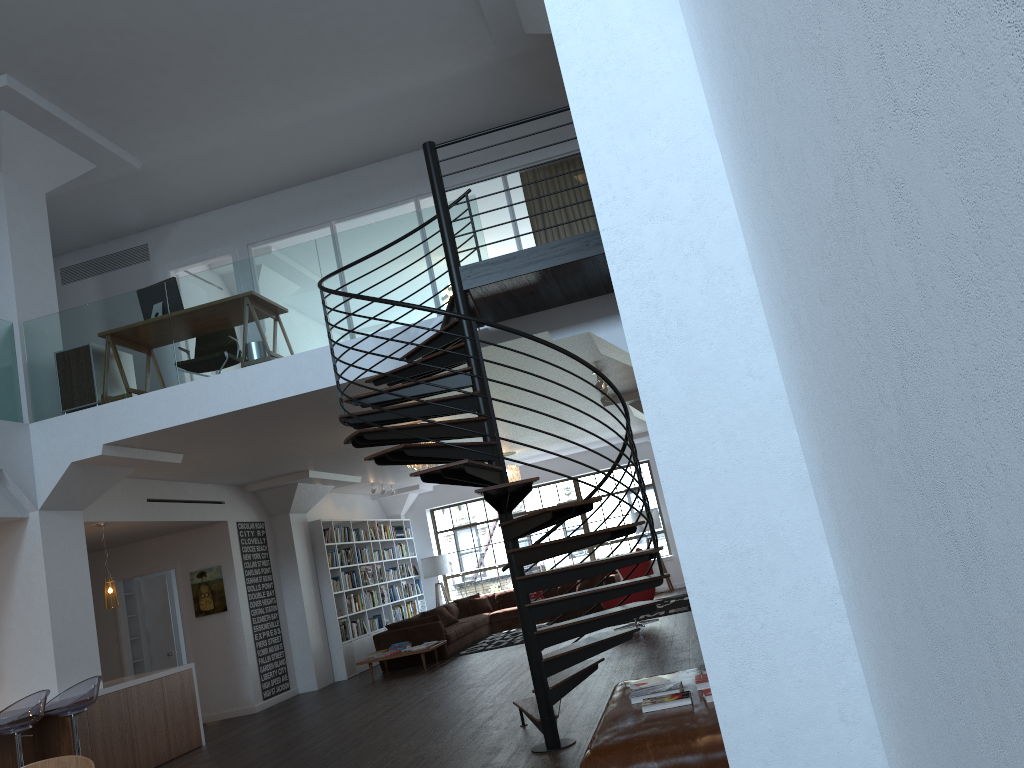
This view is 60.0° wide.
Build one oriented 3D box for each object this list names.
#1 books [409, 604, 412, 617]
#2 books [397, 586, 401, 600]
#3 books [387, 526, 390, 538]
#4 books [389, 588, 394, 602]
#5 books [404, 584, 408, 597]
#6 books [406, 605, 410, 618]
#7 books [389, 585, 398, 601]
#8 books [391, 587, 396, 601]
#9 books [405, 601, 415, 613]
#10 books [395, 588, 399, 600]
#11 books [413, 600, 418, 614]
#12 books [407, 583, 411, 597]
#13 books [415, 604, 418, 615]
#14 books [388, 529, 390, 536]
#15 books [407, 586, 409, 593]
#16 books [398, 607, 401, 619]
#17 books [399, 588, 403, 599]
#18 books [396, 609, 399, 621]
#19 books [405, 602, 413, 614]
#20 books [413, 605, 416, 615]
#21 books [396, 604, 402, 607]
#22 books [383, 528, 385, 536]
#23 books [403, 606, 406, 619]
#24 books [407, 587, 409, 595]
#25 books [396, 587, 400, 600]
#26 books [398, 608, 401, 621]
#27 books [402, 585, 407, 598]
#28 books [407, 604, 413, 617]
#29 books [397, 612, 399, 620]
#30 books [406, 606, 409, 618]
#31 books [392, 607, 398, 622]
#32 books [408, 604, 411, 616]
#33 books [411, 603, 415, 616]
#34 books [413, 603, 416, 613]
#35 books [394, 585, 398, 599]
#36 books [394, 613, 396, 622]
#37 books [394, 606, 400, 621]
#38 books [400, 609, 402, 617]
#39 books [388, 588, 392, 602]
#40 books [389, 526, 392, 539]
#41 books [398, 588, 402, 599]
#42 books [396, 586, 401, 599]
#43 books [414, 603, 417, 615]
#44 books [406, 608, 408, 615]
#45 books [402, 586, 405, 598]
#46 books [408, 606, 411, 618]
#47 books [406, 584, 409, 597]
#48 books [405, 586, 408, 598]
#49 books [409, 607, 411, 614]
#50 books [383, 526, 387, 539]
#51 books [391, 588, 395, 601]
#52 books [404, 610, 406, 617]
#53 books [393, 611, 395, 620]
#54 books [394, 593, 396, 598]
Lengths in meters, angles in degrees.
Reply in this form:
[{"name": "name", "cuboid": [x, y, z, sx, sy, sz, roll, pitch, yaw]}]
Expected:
[{"name": "books", "cuboid": [-2.001, 4.320, 16.829, 0.160, 0.250, 0.027, -14, -11, 9]}, {"name": "books", "cuboid": [-2.166, 3.893, 16.457, 0.159, 0.248, 0.089, -14, -11, 9]}, {"name": "books", "cuboid": [-2.401, 2.811, 16.662, 0.183, 0.253, 0.034, -14, -11, 9]}, {"name": "books", "cuboid": [-2.244, 3.828, 16.031, 0.174, 0.243, 0.085, -14, -11, 9]}, {"name": "books", "cuboid": [-2.090, 3.953, 16.865, 0.183, 0.253, 0.039, -14, -11, 9]}, {"name": "books", "cuboid": [-2.031, 4.297, 16.684, 0.183, 0.253, 0.036, -14, -11, 9]}, {"name": "books", "cuboid": [-2.223, 3.837, 16.222, 0.197, 0.290, 0.136, -14, -11, 9]}, {"name": "books", "cuboid": [-2.224, 3.836, 16.115, 0.182, 0.253, 0.098, -14, -11, 9]}, {"name": "books", "cuboid": [-1.951, 4.324, 17.027, 0.140, 0.298, 0.044, -14, -11, 9]}, {"name": "books", "cuboid": [-2.190, 3.886, 16.326, 0.161, 0.222, 0.084, -14, -11, 9]}, {"name": "books", "cuboid": [-1.928, 4.364, 17.242, 0.176, 0.290, 0.053, -14, -11, 9]}, {"name": "books", "cuboid": [-2.049, 3.979, 17.048, 0.183, 0.253, 0.042, -14, -11, 9]}, {"name": "books", "cuboid": [-1.926, 4.390, 17.196, 0.161, 0.223, 0.027, -14, -11, 9]}, {"name": "books", "cuboid": [-2.399, 2.825, 16.700, 0.174, 0.240, 0.045, -14, -11, 9]}, {"name": "books", "cuboid": [-2.071, 3.987, 17.007, 0.168, 0.231, 0.045, -14, -11, 9]}, {"name": "books", "cuboid": [-2.123, 4.220, 16.181, 0.183, 0.253, 0.034, -14, -11, 8]}, {"name": "books", "cuboid": [-2.145, 3.915, 16.516, 0.161, 0.218, 0.101, -14, -11, 9]}, {"name": "books", "cuboid": [-2.148, 4.200, 16.043, 0.160, 0.250, 0.026, -14, -11, 8]}, {"name": "books", "cuboid": [-2.000, 4.321, 16.921, 0.198, 0.284, 0.066, -14, -11, 9]}, {"name": "books", "cuboid": [-1.938, 4.375, 17.064, 0.144, 0.207, 0.048, -14, -11, 9]}, {"name": "books", "cuboid": [-2.096, 4.233, 16.376, 0.176, 0.290, 0.036, -14, -11, 8]}, {"name": "books", "cuboid": [-2.458, 2.793, 16.470, 0.174, 0.240, 0.045, -14, -11, 9]}, {"name": "books", "cuboid": [-2.069, 4.264, 16.459, 0.160, 0.250, 0.026, -14, -11, 8]}, {"name": "books", "cuboid": [-2.068, 3.968, 16.967, 0.160, 0.251, 0.036, -14, -11, 9]}, {"name": "books", "cuboid": [-2.180, 3.879, 16.362, 0.174, 0.242, 0.105, -14, -11, 9]}, {"name": "books", "cuboid": [-2.133, 4.216, 16.149, 0.183, 0.253, 0.034, -14, -11, 8]}, {"name": "books", "cuboid": [-2.101, 3.934, 16.762, 0.174, 0.251, 0.051, -14, -11, 9]}, {"name": "books", "cuboid": [-1.992, 4.323, 16.859, 0.183, 0.253, 0.037, -14, -11, 9]}, {"name": "books", "cuboid": [-2.138, 4.216, 16.065, 0.161, 0.223, 0.026, -14, -11, 8]}, {"name": "books", "cuboid": [-2.039, 4.303, 16.646, 0.168, 0.231, 0.040, -14, -11, 9]}, {"name": "books", "cuboid": [-2.175, 4.180, 16.004, 0.198, 0.284, 0.066, -14, -11, 8]}, {"name": "books", "cuboid": [-2.018, 4.308, 16.753, 0.183, 0.253, 0.036, -14, -11, 9]}, {"name": "books", "cuboid": [-1.973, 4.345, 16.975, 0.189, 0.247, 0.057, -14, -11, 9]}, {"name": "books", "cuboid": [-1.948, 4.369, 17.112, 0.159, 0.241, 0.038, -14, -11, 9]}, {"name": "books", "cuboid": [-2.207, 3.844, 16.282, 0.176, 0.293, 0.125, -14, -11, 9]}, {"name": "books", "cuboid": [-2.173, 4.195, 15.915, 0.161, 0.223, 0.026, -14, -11, 8]}, {"name": "books", "cuboid": [-2.146, 4.192, 16.111, 0.176, 0.290, 0.053, -14, -11, 8]}, {"name": "books", "cuboid": [-2.104, 4.247, 16.263, 0.161, 0.223, 0.027, -14, -11, 8]}, {"name": "books", "cuboid": [-2.266, 3.808, 15.933, 0.182, 0.255, 0.077, -14, -11, 9]}, {"name": "books", "cuboid": [-2.377, 2.825, 16.762, 0.183, 0.253, 0.034, -14, -11, 9]}, {"name": "books", "cuboid": [-2.150, 3.908, 16.483, 0.161, 0.222, 0.084, -14, -11, 9]}, {"name": "books", "cuboid": [-2.174, 3.884, 16.415, 0.170, 0.251, 0.118, -14, -11, 9]}, {"name": "books", "cuboid": [-1.937, 4.373, 17.157, 0.171, 0.246, 0.057, -14, -11, 9]}, {"name": "books", "cuboid": [-2.046, 4.287, 16.597, 0.171, 0.246, 0.061, -14, -11, 9]}, {"name": "books", "cuboid": [-2.106, 3.943, 16.720, 0.161, 0.223, 0.030, -14, -11, 9]}, {"name": "books", "cuboid": [-2.021, 4.302, 16.718, 0.183, 0.253, 0.037, -14, -11, 9]}, {"name": "books", "cuboid": [-2.072, 3.964, 16.931, 0.171, 0.246, 0.036, -14, -11, 9]}, {"name": "books", "cuboid": [-2.080, 3.958, 16.827, 0.161, 0.223, 0.030, -14, -11, 9]}, {"name": "books", "cuboid": [-2.015, 4.322, 16.793, 0.174, 0.240, 0.048, -14, -11, 9]}, {"name": "books", "cuboid": [-2.427, 2.792, 16.517, 0.171, 0.246, 0.057, -14, -11, 9]}, {"name": "books", "cuboid": [-2.243, 3.830, 16.072, 0.182, 0.255, 0.077, -14, -11, 9]}, {"name": "books", "cuboid": [-2.063, 4.281, 16.482, 0.161, 0.223, 0.027, -14, -11, 8]}, {"name": "books", "cuboid": [-2.192, 4.184, 15.884, 0.174, 0.240, 0.045, -14, -11, 8]}, {"name": "books", "cuboid": [-2.214, 3.862, 16.177, 0.161, 0.222, 0.083, -14, -11, 9]}]
